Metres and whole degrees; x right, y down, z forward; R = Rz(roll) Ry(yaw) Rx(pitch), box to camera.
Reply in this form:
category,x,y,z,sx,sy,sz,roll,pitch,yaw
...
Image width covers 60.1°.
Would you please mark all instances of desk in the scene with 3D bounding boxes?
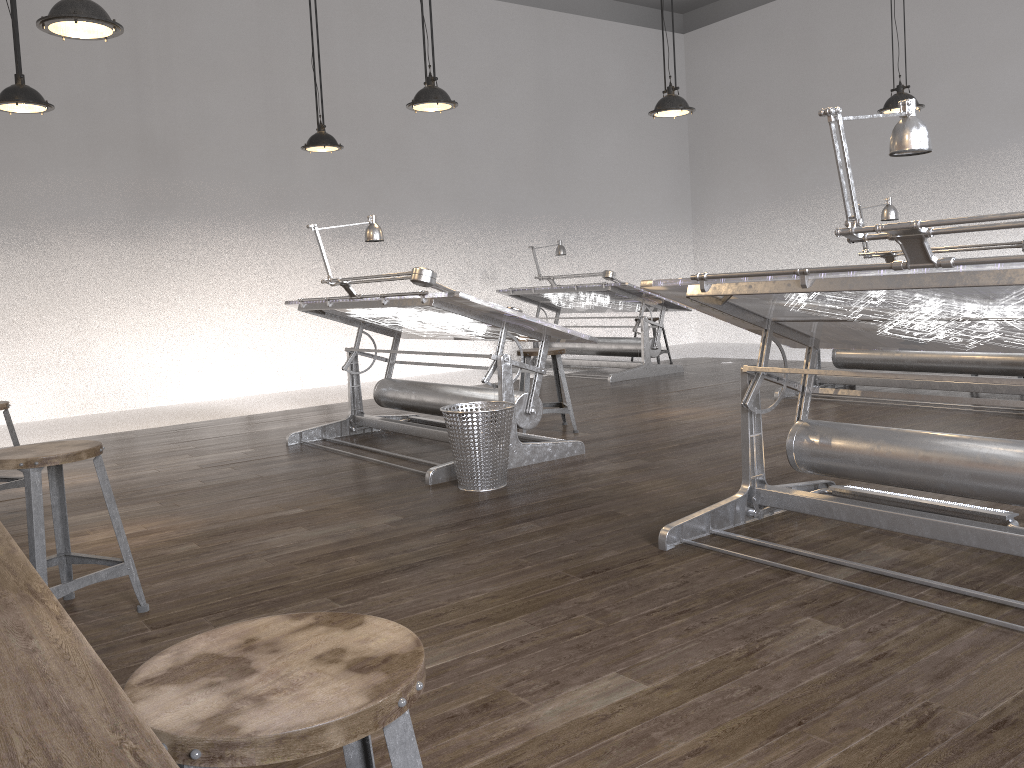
category,x,y,z,sx,sy,sz,roll,pitch,yaw
desk,0.709,-0.792,9.082,1.079,1.382,2.071,-6,6,-36
desk,-0.674,0.551,0.639,0.657,0.667,1.670,-7,7,-36
desk,1.402,-0.121,2.437,1.079,1.382,2.282,-6,6,-36
desk,2.749,-0.573,5.963,1.079,1.382,2.071,-6,6,-36
desk,-0.588,-0.298,5.134,1.079,1.382,2.071,-6,6,-36

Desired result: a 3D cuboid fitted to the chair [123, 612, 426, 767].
category,x,y,z,sx,sy,sz,roll,pitch,yaw
chair,-0.237,0.564,0.968,0.359,0.526,0.372,-5,5,-28

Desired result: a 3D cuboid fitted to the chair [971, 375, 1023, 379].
category,x,y,z,sx,sy,sz,roll,pitch,yaw
chair,3.537,-0.233,6.457,0.358,0.526,0.373,-1,5,32

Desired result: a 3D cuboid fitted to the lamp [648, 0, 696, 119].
category,x,y,z,sx,sy,sz,roll,pitch,yaw
lamp,1.004,-2.916,5.846,0.313,2.259,0.311,-4,3,-12

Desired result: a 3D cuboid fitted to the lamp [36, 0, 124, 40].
category,x,y,z,sx,sy,sz,roll,pitch,yaw
lamp,-1.756,-2.510,3.418,0.313,2.246,0.311,-4,3,-12

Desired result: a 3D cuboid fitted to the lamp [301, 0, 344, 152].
category,x,y,z,sx,sy,sz,roll,pitch,yaw
lamp,-1.461,-2.853,6.475,0.310,2.246,0.314,-1,4,33

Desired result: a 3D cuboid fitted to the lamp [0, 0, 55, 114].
category,x,y,z,sx,sy,sz,roll,pitch,yaw
lamp,-2.679,-2.592,4.669,0.313,2.246,0.311,-4,3,-12

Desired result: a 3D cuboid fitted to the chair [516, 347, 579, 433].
category,x,y,z,sx,sy,sz,roll,pitch,yaw
chair,0.197,0.044,5.612,0.358,0.526,0.373,-4,4,-8

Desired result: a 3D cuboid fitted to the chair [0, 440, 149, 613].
category,x,y,z,sx,sy,sz,roll,pitch,yaw
chair,-1.353,0.453,2.597,0.371,0.526,0.360,-1,5,27

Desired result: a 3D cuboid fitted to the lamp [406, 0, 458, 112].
category,x,y,z,sx,sy,sz,roll,pitch,yaw
lamp,-0.538,-2.771,5.224,0.313,2.246,0.311,-4,3,-12

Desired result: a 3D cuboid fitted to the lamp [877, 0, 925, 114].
category,x,y,z,sx,sy,sz,roll,pitch,yaw
lamp,2.693,-3.057,6.213,0.310,2.246,0.314,-1,4,33

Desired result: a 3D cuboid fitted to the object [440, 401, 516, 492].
category,x,y,z,sx,sy,sz,roll,pitch,yaw
object,-0.148,0.290,4.122,0.353,0.377,0.354,-4,5,-15

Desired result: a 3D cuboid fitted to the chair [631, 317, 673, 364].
category,x,y,z,sx,sy,sz,roll,pitch,yaw
chair,1.495,-0.452,9.582,0.358,0.526,0.373,-1,5,32

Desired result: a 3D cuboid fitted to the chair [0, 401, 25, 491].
category,x,y,z,sx,sy,sz,roll,pitch,yaw
chair,-2.450,0.360,4.039,0.358,0.526,0.373,-2,4,22
